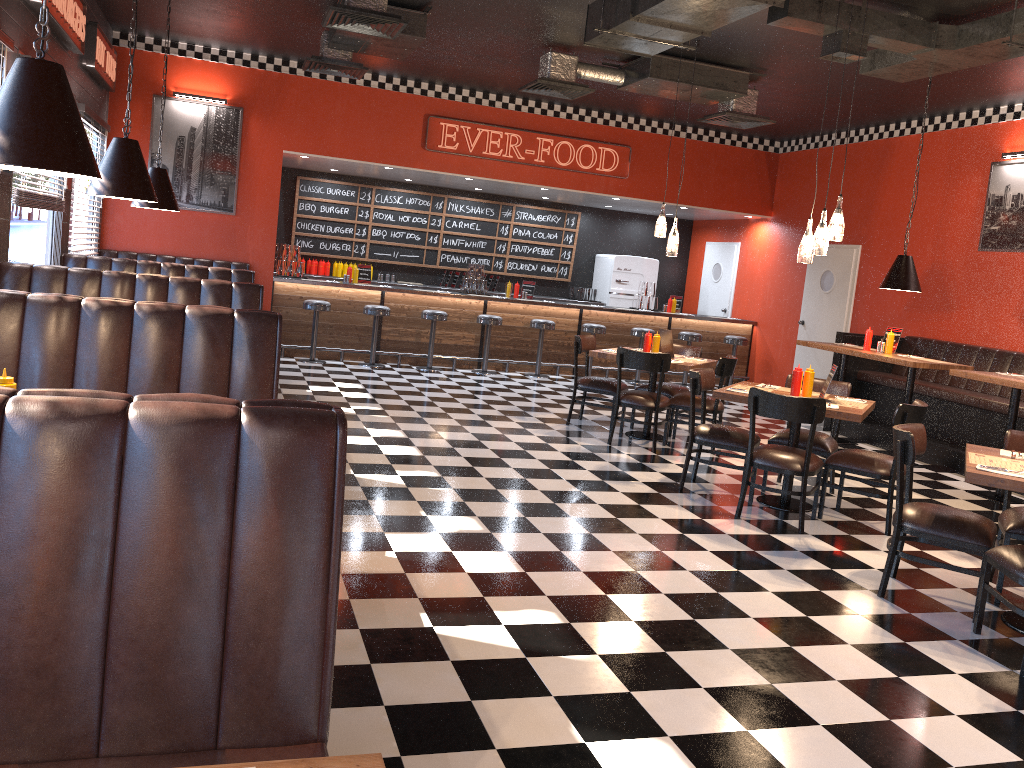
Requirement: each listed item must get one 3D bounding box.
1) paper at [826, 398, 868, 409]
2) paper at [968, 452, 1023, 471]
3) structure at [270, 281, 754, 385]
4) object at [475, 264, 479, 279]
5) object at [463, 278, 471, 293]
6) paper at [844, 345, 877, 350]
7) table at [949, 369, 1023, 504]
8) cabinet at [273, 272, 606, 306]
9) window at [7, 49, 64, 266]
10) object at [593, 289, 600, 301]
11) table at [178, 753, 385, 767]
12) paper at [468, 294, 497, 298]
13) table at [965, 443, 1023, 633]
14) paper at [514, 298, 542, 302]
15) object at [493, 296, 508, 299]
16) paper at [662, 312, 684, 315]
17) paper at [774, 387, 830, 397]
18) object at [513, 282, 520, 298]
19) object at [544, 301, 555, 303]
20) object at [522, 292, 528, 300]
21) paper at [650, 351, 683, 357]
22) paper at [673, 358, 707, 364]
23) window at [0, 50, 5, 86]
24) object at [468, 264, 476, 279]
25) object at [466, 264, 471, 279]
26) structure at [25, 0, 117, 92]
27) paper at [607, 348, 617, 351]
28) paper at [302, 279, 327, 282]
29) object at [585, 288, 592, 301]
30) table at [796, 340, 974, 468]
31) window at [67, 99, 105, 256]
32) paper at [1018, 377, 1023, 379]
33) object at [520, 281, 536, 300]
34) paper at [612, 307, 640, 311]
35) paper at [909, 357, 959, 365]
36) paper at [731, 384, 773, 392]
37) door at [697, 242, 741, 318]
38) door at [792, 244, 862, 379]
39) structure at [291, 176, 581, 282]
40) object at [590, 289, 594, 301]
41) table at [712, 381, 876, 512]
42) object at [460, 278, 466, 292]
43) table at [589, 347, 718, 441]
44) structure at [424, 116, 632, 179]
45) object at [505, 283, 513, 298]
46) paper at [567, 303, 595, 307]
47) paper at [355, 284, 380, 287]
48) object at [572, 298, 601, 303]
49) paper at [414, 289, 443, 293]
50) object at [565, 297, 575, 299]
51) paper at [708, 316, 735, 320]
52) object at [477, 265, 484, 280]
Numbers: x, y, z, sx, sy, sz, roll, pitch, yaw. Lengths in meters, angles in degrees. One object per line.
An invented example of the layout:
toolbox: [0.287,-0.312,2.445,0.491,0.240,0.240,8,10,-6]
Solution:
paper: [2.309,0.135,6.131,0.262,0.001,0.366,10,9,27]
paper: [2.401,0.387,4.374,0.262,0.001,0.366,10,9,25]
structure: [0.276,-0.577,12.268,7.033,1.035,0.217,3,6,-18]
object: [-0.472,-1.576,12.464,0.106,0.208,0.105,9,6,26]
object: [-0.619,-1.364,12.337,0.106,0.208,0.105,9,6,26]
paper: [3.652,-0.372,9.193,0.261,0.001,0.367,4,8,-16]
table: [4.205,0.523,6.783,0.695,0.995,1.701,4,7,-18]
cabinet: [-1.141,-1.015,13.843,5.279,0.995,0.679,4,7,-18]
window: [-3.776,-1.577,6.980,0.127,1.706,2.039,4,7,-18]
object: [1.366,-1.426,14.334,0.106,0.208,0.105,9,6,27]
table: [-0.888,0.947,0.609,1.690,0.770,0.962,4,7,-18]
paper: [-0.413,-1.208,12.134,0.365,0.001,0.262,4,8,-17]
table: [2.672,0.819,4.283,0.963,0.770,0.958,9,8,26]
paper: [0.243,-1.167,12.343,0.365,0.001,0.262,4,8,-17]
object: [-0.169,-1.202,12.221,0.157,0.019,0.256,3,8,-22]
paper: [2.380,-1.040,13.069,0.365,0.001,0.262,4,8,-17]
paper: [2.150,0.059,6.563,0.366,0.001,0.261,10,9,25]
object: [0.066,-1.332,12.538,0.068,0.237,0.068,6,6,-6]
object: [0.525,-1.156,12.423,0.157,0.019,0.256,6,8,-3]
object: [0.179,-1.263,12.508,0.094,0.135,0.047,10,7,32]
paper: [1.479,-0.290,8.580,0.366,0.001,0.261,10,9,29]
paper: [1.636,-0.212,8.132,0.262,0.001,0.366,10,9,26]
window: [-3.055,-1.190,4.721,0.127,1.706,2.039,4,7,-18]
object: [-0.548,-1.567,12.334,0.106,0.208,0.105,9,6,26]
object: [-0.580,-1.582,12.419,0.106,0.208,0.105,9,6,26]
structure: [-2.769,-2.561,4.551,0.119,0.436,11.327,4,8,-18]
paper: [1.042,-0.315,8.428,0.262,0.001,0.366,10,9,26]
paper: [-2.526,-1.333,11.415,0.365,0.001,0.262,4,8,-17]
object: [1.229,-1.442,14.344,0.106,0.208,0.105,9,6,27]
table: [3.565,0.180,8.789,0.695,0.995,1.701,4,7,-18]
window: [-4.497,-1.964,9.240,0.127,1.706,2.039,4,7,-18]
paper: [4.314,-0.020,7.142,0.261,0.001,0.367,4,8,-16]
object: [0.225,-1.334,12.602,0.188,0.256,0.072,8,6,17]
paper: [1.669,-1.085,12.843,0.365,0.001,0.262,4,8,-17]
paper: [3.935,-0.217,8.282,0.261,0.001,0.367,4,8,-16]
paper: [1.734,0.037,6.401,0.262,0.001,0.366,10,9,24]
door: [3.283,-1.226,14.456,0.161,2.170,1.032,4,6,-18]
door: [4.131,-0.770,11.799,0.161,2.170,1.032,4,6,-18]
structure: [-1.108,-2.389,13.928,4.538,1.142,0.201,4,6,-18]
object: [1.325,-1.445,14.441,0.106,0.208,0.105,9,6,27]
table: [1.971,0.468,6.290,0.963,0.770,0.958,9,8,26]
object: [-0.665,-1.383,12.438,0.106,0.208,0.105,9,6,26]
table: [1.304,0.117,8.330,0.959,0.770,0.962,9,8,26]
structure: [0.258,-3.145,11.842,2.872,0.437,0.122,3,6,-18]
object: [-0.049,-1.307,12.375,0.106,0.208,0.105,9,6,27]
paper: [0.985,-1.121,12.582,0.365,0.001,0.262,3,8,-22]
paper: [-1.890,-1.296,11.639,0.365,0.001,0.262,4,8,-17]
object: [1.216,-1.352,14.380,0.436,0.018,0.274,3,8,-18]
paper: [-1.132,-1.253,11.912,0.365,0.001,0.262,4,8,-17]
object: [1.116,-1.402,14.665,0.436,0.018,0.274,3,8,-18]
paper: [3.140,-0.994,13.319,0.365,0.001,0.262,5,8,-8]
object: [-0.433,-1.558,12.360,0.106,0.208,0.105,9,6,26]
